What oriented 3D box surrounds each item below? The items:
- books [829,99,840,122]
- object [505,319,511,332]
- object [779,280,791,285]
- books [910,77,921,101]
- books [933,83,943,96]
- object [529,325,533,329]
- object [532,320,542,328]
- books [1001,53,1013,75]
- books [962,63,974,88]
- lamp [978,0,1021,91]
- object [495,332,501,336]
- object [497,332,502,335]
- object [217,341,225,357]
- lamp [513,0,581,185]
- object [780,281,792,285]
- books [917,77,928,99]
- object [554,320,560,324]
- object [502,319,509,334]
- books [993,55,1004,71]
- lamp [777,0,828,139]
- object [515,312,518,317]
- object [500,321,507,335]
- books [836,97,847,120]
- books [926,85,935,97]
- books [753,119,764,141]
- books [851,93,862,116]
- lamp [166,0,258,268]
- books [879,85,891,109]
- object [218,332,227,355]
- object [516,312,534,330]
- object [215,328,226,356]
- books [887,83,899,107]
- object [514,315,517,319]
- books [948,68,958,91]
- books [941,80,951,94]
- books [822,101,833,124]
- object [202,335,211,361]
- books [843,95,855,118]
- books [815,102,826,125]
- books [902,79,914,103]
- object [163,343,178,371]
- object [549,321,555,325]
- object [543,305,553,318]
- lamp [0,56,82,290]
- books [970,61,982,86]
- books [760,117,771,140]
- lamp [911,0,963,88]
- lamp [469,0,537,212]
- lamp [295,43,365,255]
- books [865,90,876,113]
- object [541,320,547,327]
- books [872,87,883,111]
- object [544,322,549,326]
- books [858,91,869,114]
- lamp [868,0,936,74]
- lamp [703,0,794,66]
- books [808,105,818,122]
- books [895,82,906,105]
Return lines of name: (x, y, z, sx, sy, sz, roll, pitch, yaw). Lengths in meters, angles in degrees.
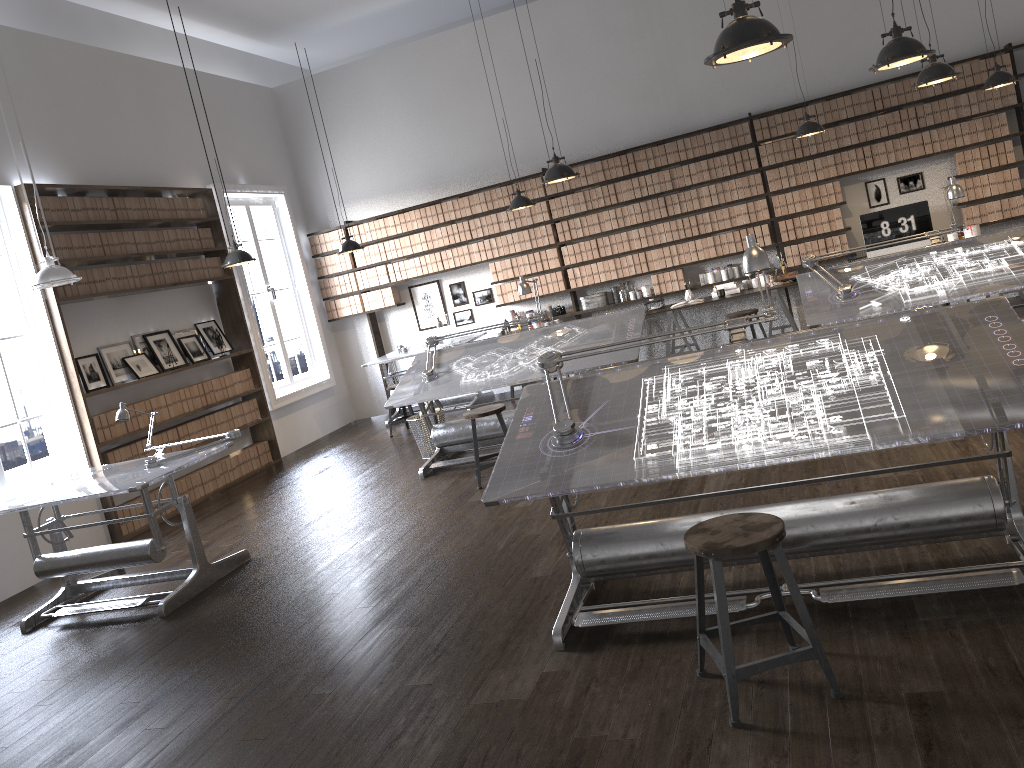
books: (3.339, -2.826, 9.175, 0.066, 0.225, 0.176, -12, 6, 18)
object: (-0.051, -0.644, 10.336, 0.069, 0.229, 0.068, -12, 5, 15)
object: (2.814, -1.045, 9.116, 0.172, 0.017, 0.011, -15, 6, -13)
books: (4.056, -2.961, 8.930, 0.066, 0.225, 0.176, -12, 6, 18)
books: (4.245, -2.997, 8.868, 0.066, 0.225, 0.176, -12, 6, 18)
object: (0.220, -0.617, 10.134, 0.049, 0.111, 0.049, -12, 5, 15)
object: (0.290, -0.650, 10.149, 0.104, 0.141, 0.104, -12, 6, 11)
books: (4.834, -3.110, 8.675, 0.066, 0.225, 0.176, -12, 6, 19)
books: (4.507, -3.047, 8.780, 0.066, 0.225, 0.176, -12, 6, 18)
lamp: (3.882, -3.613, 7.419, 0.309, 2.243, 0.315, -9, 6, 43)
object: (-0.150, -0.539, 10.202, 0.068, 0.104, 0.069, -11, 6, 23)
object: (-0.137, -0.552, 10.279, 0.070, 0.103, 0.070, -12, 6, 14)
object: (-2.976, -0.355, 9.042, 0.040, 0.165, 0.067, -12, 5, 18)
lamp: (0.105, -2.610, 6.525, 0.309, 2.243, 0.315, -10, 6, 39)
object: (2.829, -1.041, 9.117, 0.158, 0.005, 0.005, -15, 6, -16)
books: (4.120, -2.974, 8.913, 0.066, 0.224, 0.176, -12, 6, 19)
object: (0.521, -0.690, 10.185, 0.062, 0.094, 0.062, -15, 6, -22)
object: (-0.076, -0.632, 10.256, 0.069, 0.236, 0.068, -12, 5, 15)
books: (4.770, -3.098, 8.700, 0.066, 0.225, 0.176, -12, 6, 18)
lamp: (2.434, -3.338, 7.899, 0.309, 2.243, 0.315, -9, 6, 43)
object: (0.053, -0.781, 10.507, 0.050, 0.139, 0.051, -12, 5, 16)
object: (-0.095, -0.614, 10.189, 0.069, 0.229, 0.068, -12, 5, 15)
books: (3.402, -2.837, 9.149, 0.066, 0.225, 0.176, -12, 6, 19)
books: (4.178, -2.985, 8.893, 0.066, 0.224, 0.176, -12, 6, 19)
books: (2.620, -2.689, 9.412, 0.066, 0.224, 0.176, -12, 6, 19)
books: (3.536, -2.862, 9.101, 0.066, 0.225, 0.176, -12, 6, 18)
lamp: (-2.563, -2.102, 7.409, 0.311, 2.243, 0.314, -13, 5, -2)
books: (3.797, -2.913, 9.022, 0.066, 0.225, 0.176, -12, 6, 18)
object: (-3.009, -0.416, 9.181, 0.040, 0.261, 0.111, -12, 5, 18)
object: (0.169, -0.735, 10.311, 0.076, 0.145, 0.348, -9, 8, 41)
object: (-3.008, -0.427, 9.105, 0.040, 0.303, 0.119, -12, 5, 18)
books: (3.862, -2.925, 8.996, 0.066, 0.225, 0.176, -12, 6, 18)
object: (0.072, -0.723, 10.207, 0.071, 0.185, 0.008, -12, 5, 19)
books: (4.377, -3.023, 8.831, 0.066, 0.225, 0.176, -12, 6, 19)
books: (4.311, -3.011, 8.850, 0.066, 0.225, 0.176, -12, 6, 19)
books: (3.273, -2.813, 9.194, 0.066, 0.225, 0.176, -12, 6, 18)
object: (-3.066, -0.359, 8.865, 0.040, 0.259, 0.125, -12, 5, 18)
books: (3.469, -2.850, 9.124, 0.066, 0.225, 0.176, -12, 6, 19)
books: (3.206, -2.800, 9.212, 0.066, 0.225, 0.176, -12, 6, 19)
books: (3.995, -2.951, 8.956, 0.066, 0.225, 0.176, -12, 6, 19)
object: (-3.219, -0.251, 8.313, 0.040, 0.259, 0.176, -12, 6, 18)
object: (0.464, -0.672, 10.154, 0.063, 0.093, 0.063, -15, 6, -22)
object: (0.446, -0.831, 10.364, 0.107, 0.161, 0.236, -15, 7, -16)
lamp: (-3.132, -1.714, 5.496, 0.311, 2.243, 0.314, -13, 5, -2)
books: (4.575, -3.060, 8.758, 0.066, 0.225, 0.176, -12, 6, 19)
books: (2.687, -2.701, 9.384, 0.066, 0.225, 0.176, -12, 6, 18)
lamp: (2.531, -3.071, 5.722, 0.309, 2.243, 0.315, -9, 6, 43)
lamp: (-0.160, -2.845, 8.758, 0.311, 2.243, 0.314, -13, 5, -2)
lamp: (-1.975, -2.499, 9.354, 0.311, 2.243, 0.314, -13, 5, -2)
books: (3.658, -2.886, 9.068, 0.066, 0.224, 0.176, -12, 6, 18)
object: (0.366, -0.673, 10.236, 0.094, 0.127, 0.095, -11, 6, 22)
books: (3.726, -2.899, 9.040, 0.066, 0.225, 0.176, -12, 6, 19)
object: (0.400, -0.654, 10.129, 0.062, 0.094, 0.061, -17, 6, -31)
books: (3.596, -2.875, 9.086, 0.066, 0.224, 0.176, -12, 6, 19)
lamp: (1.688, -2.680, 4.320, 0.309, 2.256, 0.315, -9, 6, 43)
lamp: (0.579, -2.256, 3.037, 0.311, 2.243, 0.314, -13, 5, -2)
books: (3.140, -2.787, 9.236, 0.066, 0.224, 0.176, -12, 6, 18)
books: (3.929, -2.938, 8.978, 0.066, 0.225, 0.176, -12, 6, 19)
